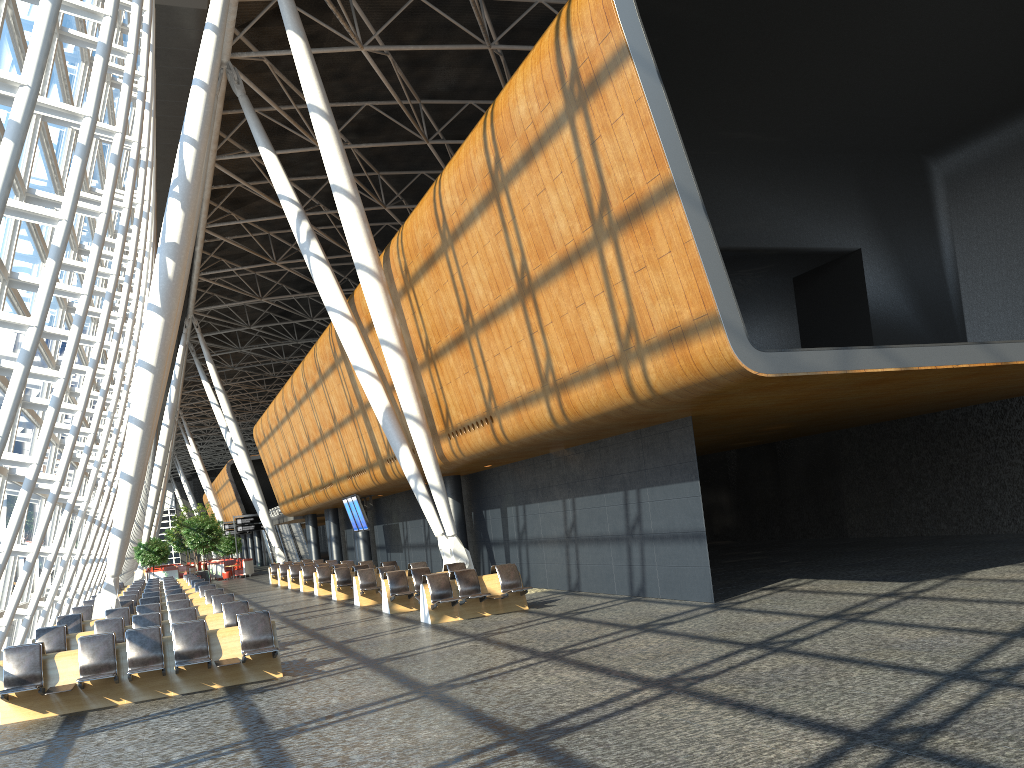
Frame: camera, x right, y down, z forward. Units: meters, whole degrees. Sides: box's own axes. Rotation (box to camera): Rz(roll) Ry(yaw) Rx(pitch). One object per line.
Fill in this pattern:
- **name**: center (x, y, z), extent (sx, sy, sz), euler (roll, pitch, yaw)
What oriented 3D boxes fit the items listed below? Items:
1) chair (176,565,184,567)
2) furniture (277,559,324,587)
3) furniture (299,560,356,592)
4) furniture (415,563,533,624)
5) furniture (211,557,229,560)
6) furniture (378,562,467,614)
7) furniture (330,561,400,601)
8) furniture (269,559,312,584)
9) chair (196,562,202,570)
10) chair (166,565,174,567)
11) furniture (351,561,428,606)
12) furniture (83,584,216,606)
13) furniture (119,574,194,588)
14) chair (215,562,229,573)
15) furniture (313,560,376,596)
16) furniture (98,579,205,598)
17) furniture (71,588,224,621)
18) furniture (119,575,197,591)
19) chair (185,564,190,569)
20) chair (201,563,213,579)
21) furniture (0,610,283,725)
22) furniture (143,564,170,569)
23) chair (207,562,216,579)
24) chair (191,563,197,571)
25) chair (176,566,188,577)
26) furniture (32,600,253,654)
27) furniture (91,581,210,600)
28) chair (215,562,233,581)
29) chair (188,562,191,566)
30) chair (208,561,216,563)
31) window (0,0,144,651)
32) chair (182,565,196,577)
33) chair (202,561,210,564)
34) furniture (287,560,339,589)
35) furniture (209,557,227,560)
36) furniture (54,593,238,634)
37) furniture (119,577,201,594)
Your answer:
- **chair**: center (-21.573, 12.216, 56.879), extent (0.623, 1.004, 0.665), euler (-7, -4, 2)
- **furniture**: center (-8.527, 7.660, 35.804), extent (1.891, 0.864, 1.679), euler (-3, -8, -22)
- **furniture**: center (-6.301, 6.577, 30.253), extent (1.891, 0.864, 1.679), euler (-3, -8, -22)
- **furniture**: center (-0.738, 3.871, 16.375), extent (1.891, 0.864, 1.679), euler (-3, -8, -22)
- **furniture**: center (-27.579, 16.927, 83.333), extent (1.891, 0.864, 1.679), euler (-3, -8, -22)
- **furniture**: center (-1.851, 4.412, 19.150), extent (1.891, 0.864, 1.679), euler (-3, -8, -22)
- **furniture**: center (-4.076, 5.495, 24.702), extent (1.891, 0.864, 1.679), euler (-3, -8, -22)
- **furniture**: center (-9.639, 8.201, 38.580), extent (1.891, 0.864, 1.679), euler (-3, -8, -22)
- **chair**: center (-20.926, 12.594, 59.898), extent (0.662, 1.004, 0.625), euler (-7, -4, 12)
- **chair**: center (-24.643, 13.502, 63.151), extent (0.666, 1.004, 0.622), euler (-9, -5, 32)
- **furniture**: center (-2.963, 4.954, 21.926), extent (1.891, 0.864, 1.679), euler (-3, -8, -22)
- **furniture**: center (-9.127, 5.722, 22.383), extent (3.241, 0.863, 1.679), euler (-3, -8, -22)
- **furniture**: center (-14.690, 8.428, 36.262), extent (3.241, 0.863, 1.679), euler (-3, -8, -22)
- **chair**: center (-16.720, 10.801, 51.098), extent (0.664, 1.004, 0.623), euler (-8, -4, 22)
- **furniture**: center (-5.189, 6.036, 27.477), extent (1.891, 0.864, 1.679), euler (-3, -8, -22)
- **furniture**: center (-11.352, 6.804, 27.935), extent (3.241, 0.863, 1.679), euler (-3, -8, -22)
- **furniture**: center (-8.014, 5.181, 19.608), extent (3.241, 0.863, 1.679), euler (-3, -8, -22)
- **furniture**: center (-13.577, 7.887, 33.486), extent (3.241, 0.863, 1.679), euler (-3, -8, -22)
- **chair**: center (-20.752, 11.959, 55.784), extent (0.661, 1.004, 0.626), euler (-7, -4, 2)
- **chair**: center (-18.147, 11.242, 52.963), extent (0.662, 1.004, 0.625), euler (-7, -4, 12)
- **furniture**: center (-4.676, 3.557, 11.281), extent (3.241, 0.863, 1.679), euler (-3, -8, -22)
- **furniture**: center (-33.742, 17.695, 83.790), extent (3.241, 0.863, 1.679), euler (-3, -8, -22)
- **chair**: center (-17.463, 11.021, 52.008), extent (0.624, 1.004, 0.663), euler (-7, -4, 12)
- **chair**: center (-22.649, 13.310, 63.381), extent (0.658, 1.004, 0.629), euler (-3, -5, -37)
- **chair**: center (-18.793, 10.864, 49.944), extent (0.623, 1.004, 0.665), euler (-7, -4, 2)
- **furniture**: center (-5.789, 4.098, 14.056), extent (3.241, 0.863, 1.679), euler (-3, -8, -22)
- **furniture**: center (-10.239, 6.263, 25.159), extent (3.241, 0.863, 1.679), euler (-3, -8, -22)
- **chair**: center (-16.355, 10.603, 50.050), extent (0.626, 1.004, 0.662), euler (-8, -5, 22)
- **chair**: center (-24.620, 13.993, 66.452), extent (0.658, 1.004, 0.629), euler (-3, -5, -37)
- **chair**: center (-19.135, 11.955, 56.985), extent (0.626, 1.004, 0.662), euler (-8, -5, 22)
- **window**: center (-30.906, 9.109, 72.998), extent (3.706, 13.948, 168.154), euler (-5, -8, -23)
- **chair**: center (-17.972, 10.607, 48.849), extent (0.661, 1.004, 0.626), euler (-7, -4, 2)
- **chair**: center (-20.243, 12.373, 58.943), extent (0.624, 1.004, 0.663), euler (-7, -4, 12)
- **furniture**: center (-7.414, 7.118, 33.029), extent (1.891, 0.864, 1.679), euler (-3, -8, -22)
- **furniture**: center (-28.691, 17.468, 86.108), extent (1.891, 0.864, 1.679), euler (-3, -8, -22)
- **furniture**: center (-6.901, 4.640, 16.832), extent (3.241, 0.863, 1.679), euler (-3, -8, -22)
- **furniture**: center (-12.465, 7.346, 30.710), extent (3.241, 0.863, 1.679), euler (-3, -8, -22)
